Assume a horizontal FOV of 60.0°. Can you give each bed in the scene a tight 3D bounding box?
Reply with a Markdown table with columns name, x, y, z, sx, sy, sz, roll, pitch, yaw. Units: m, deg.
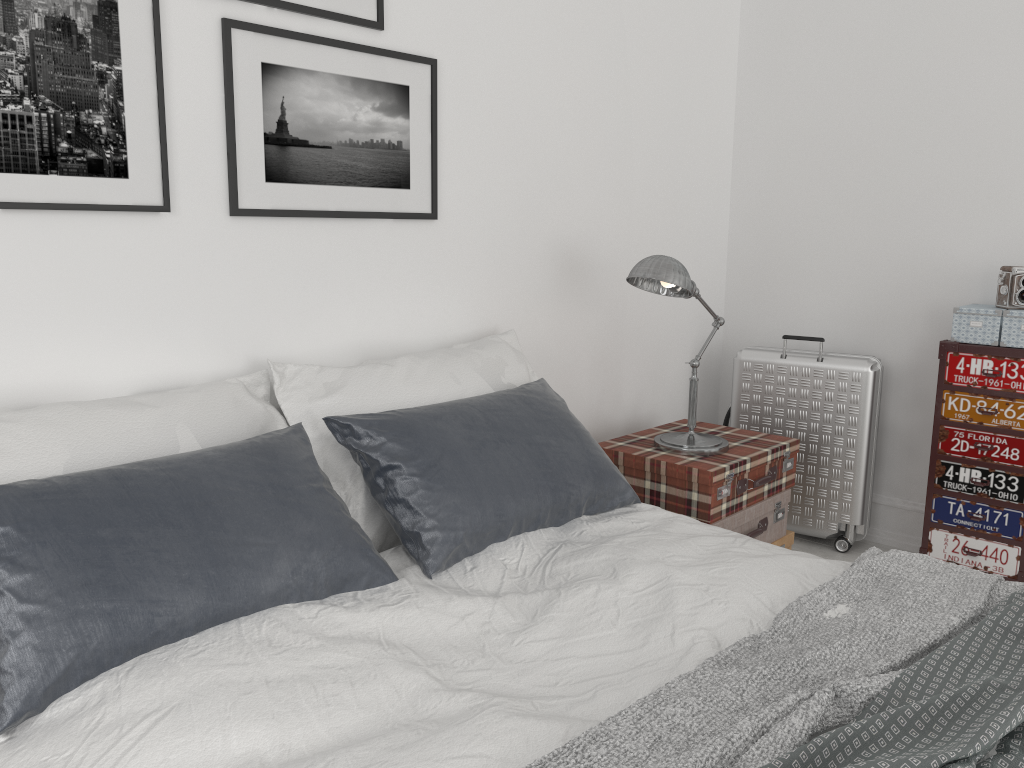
| name | x | y | z | sx | sy | sz | roll | pitch | yaw |
| --- | --- | --- | --- | --- | --- | --- | --- | --- | --- |
| bed | 0.172 | 0.602 | 1.645 | 2.473 | 0.926 | 2.217 | 10 | 14 | 42 |

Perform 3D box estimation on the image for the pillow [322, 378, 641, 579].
| name | x | y | z | sx | sy | sz | roll | pitch | yaw |
| --- | --- | --- | --- | --- | --- | --- | --- | --- | --- |
| pillow | -0.050 | 0.218 | 2.412 | 0.405 | 0.339 | 0.842 | 10 | 14 | 42 |

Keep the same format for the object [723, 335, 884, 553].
| name | x | y | z | sx | sy | sz | roll | pitch | yaw |
| --- | --- | --- | --- | --- | --- | --- | --- | --- | --- |
| object | 1.243 | 0.229 | 3.871 | 0.647 | 0.902 | 0.208 | 7 | 12 | 32 |

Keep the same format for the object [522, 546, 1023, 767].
| name | x | y | z | sx | sy | sz | roll | pitch | yaw |
| --- | --- | --- | --- | --- | --- | --- | --- | --- | --- |
| object | 0.364 | 0.752 | 1.476 | 2.236 | 0.500 | 0.521 | -9 | 14 | -44 |

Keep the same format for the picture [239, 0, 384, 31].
| name | x | y | z | sx | sy | sz | roll | pitch | yaw |
| --- | --- | --- | --- | --- | --- | --- | --- | --- | --- |
| picture | -0.574 | -1.189 | 2.327 | 0.015 | 0.403 | 0.592 | 10 | 14 | 42 |

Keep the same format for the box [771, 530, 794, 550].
| name | x | y | z | sx | sy | sz | roll | pitch | yaw |
| --- | --- | --- | --- | --- | --- | --- | --- | --- | --- |
| box | 0.700 | 0.673 | 3.390 | 0.537 | 0.185 | 0.647 | 10 | 14 | 42 |

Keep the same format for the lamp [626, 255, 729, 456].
| name | x | y | z | sx | sy | sz | roll | pitch | yaw |
| --- | --- | --- | --- | --- | --- | --- | --- | --- | --- |
| lamp | 0.600 | -0.103 | 3.122 | 0.269 | 0.699 | 0.488 | 10 | 14 | 42 |

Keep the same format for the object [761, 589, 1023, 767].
| name | x | y | z | sx | sy | sz | roll | pitch | yaw |
| --- | --- | --- | --- | --- | --- | --- | --- | --- | --- |
| object | 0.652 | 0.694 | 1.225 | 2.154 | 0.377 | 0.536 | -9 | 14 | -44 |

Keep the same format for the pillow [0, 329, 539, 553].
| name | x | y | z | sx | sy | sz | roll | pitch | yaw |
| --- | --- | --- | --- | --- | --- | --- | --- | --- | --- |
| pillow | -0.504 | 0.191 | 2.234 | 0.465 | 0.529 | 1.965 | 10 | 14 | 41 |

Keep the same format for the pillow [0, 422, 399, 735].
| name | x | y | z | sx | sy | sz | roll | pitch | yaw |
| --- | --- | --- | --- | --- | --- | --- | --- | --- | --- |
| pillow | -0.663 | 0.325 | 1.771 | 0.405 | 0.329 | 0.837 | 10 | 14 | 42 |

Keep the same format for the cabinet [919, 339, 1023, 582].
| name | x | y | z | sx | sy | sz | roll | pitch | yaw |
| --- | --- | --- | --- | --- | --- | --- | --- | --- | --- |
| cabinet | 1.969 | 0.331 | 3.265 | 0.762 | 0.942 | 0.281 | 10 | 14 | 42 |

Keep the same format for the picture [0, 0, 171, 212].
| name | x | y | z | sx | sy | sz | roll | pitch | yaw |
| --- | --- | --- | --- | --- | --- | --- | --- | --- | --- |
| picture | -1.021 | -0.788 | 1.910 | 0.015 | 0.810 | 0.545 | 10 | 14 | 42 |

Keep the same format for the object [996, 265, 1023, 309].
| name | x | y | z | sx | sy | sz | roll | pitch | yaw |
| --- | --- | --- | --- | --- | --- | --- | --- | --- | --- |
| object | 1.865 | -0.355 | 3.261 | 0.121 | 0.157 | 0.117 | 1 | 10 | 2 |

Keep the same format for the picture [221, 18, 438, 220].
| name | x | y | z | sx | sy | sz | roll | pitch | yaw |
| --- | --- | --- | --- | --- | --- | --- | --- | --- | --- |
| picture | -0.482 | -0.719 | 2.519 | 0.015 | 0.486 | 0.720 | 10 | 14 | 42 |

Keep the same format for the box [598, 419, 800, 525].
| name | x | y | z | sx | sy | sz | roll | pitch | yaw |
| --- | --- | --- | --- | --- | --- | --- | --- | --- | --- |
| box | 0.702 | 0.310 | 3.328 | 0.537 | 0.185 | 0.647 | 10 | 14 | 42 |

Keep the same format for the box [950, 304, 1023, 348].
| name | x | y | z | sx | sy | sz | roll | pitch | yaw |
| --- | --- | --- | --- | --- | --- | --- | --- | --- | --- |
| box | 1.849 | -0.216 | 3.295 | 0.332 | 0.131 | 0.242 | 10 | 14 | 42 |

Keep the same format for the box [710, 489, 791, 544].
| name | x | y | z | sx | sy | sz | roll | pitch | yaw |
| --- | --- | --- | --- | --- | --- | --- | --- | --- | --- |
| box | 0.664 | 0.498 | 3.317 | 0.537 | 0.185 | 0.647 | 10 | 14 | 42 |
